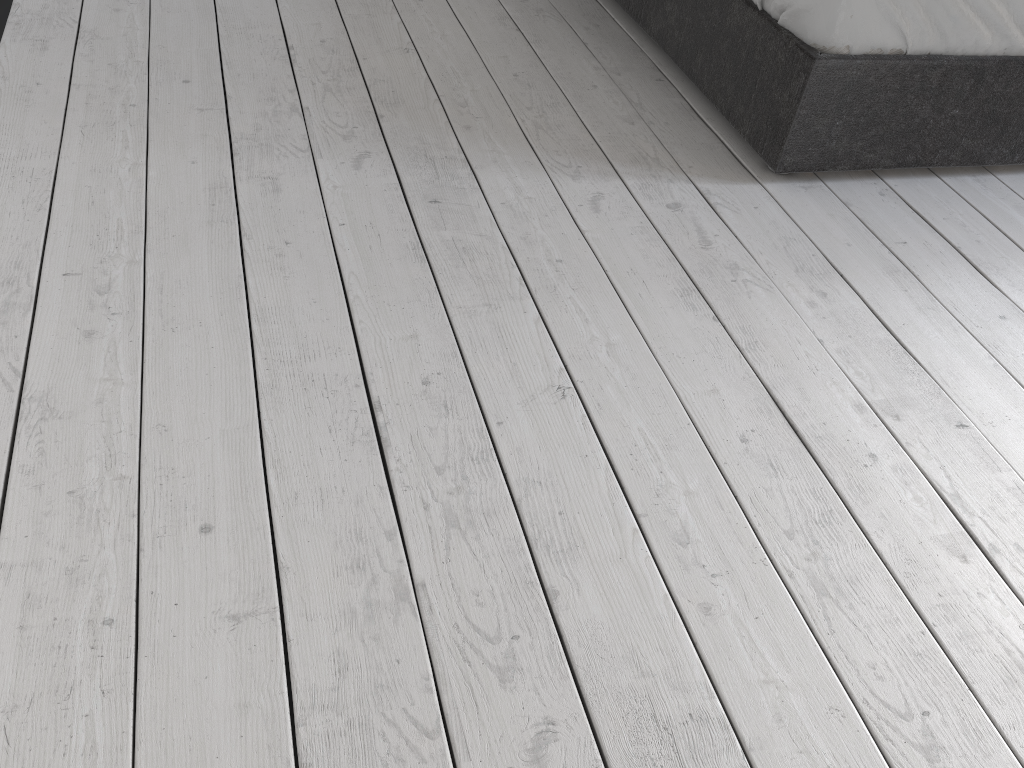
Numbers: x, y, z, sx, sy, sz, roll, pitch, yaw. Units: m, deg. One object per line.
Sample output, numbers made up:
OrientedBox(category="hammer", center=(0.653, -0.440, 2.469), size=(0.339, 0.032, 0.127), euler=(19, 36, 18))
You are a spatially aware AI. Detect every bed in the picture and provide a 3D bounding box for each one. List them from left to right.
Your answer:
OrientedBox(category="bed", center=(1.197, -1.696, 2.697), size=(1.888, 1.166, 2.180), euler=(-6, 45, -16))
